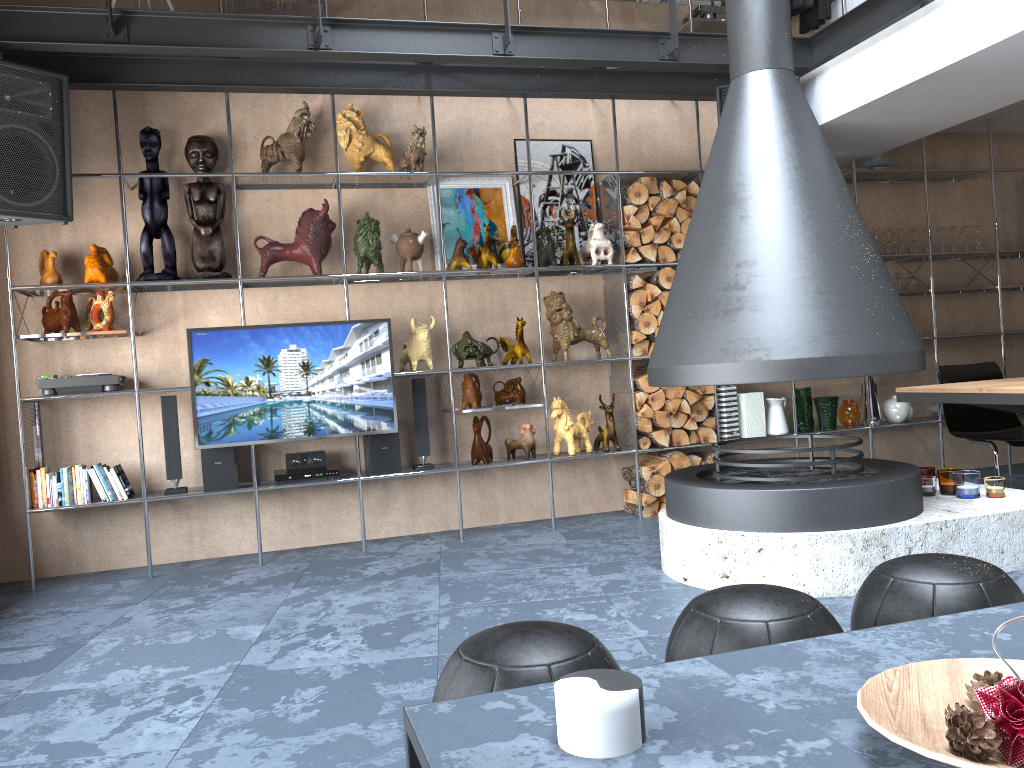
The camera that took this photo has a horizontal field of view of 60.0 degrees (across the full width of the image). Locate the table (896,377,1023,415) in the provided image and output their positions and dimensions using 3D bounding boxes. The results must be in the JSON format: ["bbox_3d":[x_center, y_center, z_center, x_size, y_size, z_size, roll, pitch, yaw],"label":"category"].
[{"bbox_3d":[5.179,0.069,5.150,5.999,0.927,1.185,-4,1,-16],"label":"table"}]

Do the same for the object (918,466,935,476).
[{"bbox_3d":[1.974,0.460,4.262,0.114,0.117,0.114,-4,1,-31],"label":"object"}]

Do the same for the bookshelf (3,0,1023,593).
[{"bbox_3d":[2.427,-2.411,6.132,10.739,6.219,0.421,-4,1,-16],"label":"bookshelf"}]

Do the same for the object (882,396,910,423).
[{"bbox_3d":[2.642,0.174,6.101,0.177,0.189,0.177,-3,1,26],"label":"object"}]

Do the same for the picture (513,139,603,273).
[{"bbox_3d":[0.298,-1.141,5.675,0.530,0.863,0.090,-4,1,-16],"label":"picture"}]

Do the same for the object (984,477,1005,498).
[{"bbox_3d":[2.173,0.466,3.989,0.086,0.088,0.086,-4,1,-11],"label":"object"}]

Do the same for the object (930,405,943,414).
[{"bbox_3d":[3.157,0.187,6.325,0.311,0.058,0.308,-4,1,-7],"label":"object"}]

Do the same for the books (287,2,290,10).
[{"bbox_3d":[-1.290,-2.234,5.010,0.051,0.205,0.131,-4,1,-16],"label":"books"}]

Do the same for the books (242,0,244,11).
[{"bbox_3d":[-1.514,-2.227,4.957,0.017,0.223,0.161,-4,1,-16],"label":"books"}]

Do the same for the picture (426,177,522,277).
[{"bbox_3d":[-0.231,-0.981,5.497,0.544,0.625,0.136,-4,1,-16],"label":"picture"}]

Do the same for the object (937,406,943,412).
[{"bbox_3d":[3.155,0.185,6.297,0.249,0.052,0.246,-4,1,-7],"label":"object"}]

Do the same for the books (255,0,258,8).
[{"bbox_3d":[-1.438,-2.235,4.957,0.017,0.230,0.122,-4,1,-16],"label":"books"}]

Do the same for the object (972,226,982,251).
[{"bbox_3d":[3.289,-1.020,6.270,0.060,0.191,0.060,-4,1,10],"label":"object"}]

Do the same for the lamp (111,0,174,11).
[{"bbox_3d":[-1.832,-2.219,4.344,0.475,1.002,0.475,-4,1,8],"label":"lamp"}]

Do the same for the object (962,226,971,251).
[{"bbox_3d":[3.200,-1.013,6.245,0.060,0.191,0.060,-4,1,10],"label":"object"}]

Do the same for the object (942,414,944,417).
[{"bbox_3d":[3.165,0.218,6.260,0.184,0.024,0.184,-4,1,-16],"label":"object"}]

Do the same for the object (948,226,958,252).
[{"bbox_3d":[3.093,-1.006,6.214,0.060,0.191,0.060,-4,1,10],"label":"object"}]

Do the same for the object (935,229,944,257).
[{"bbox_3d":[3.062,-1.006,6.343,0.060,0.191,0.060,-4,1,20],"label":"object"}]

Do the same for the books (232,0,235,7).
[{"bbox_3d":[-1.556,-2.212,4.930,0.011,0.201,0.127,-4,1,-16],"label":"books"}]

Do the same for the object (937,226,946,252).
[{"bbox_3d":[3.000,-0.999,6.188,0.060,0.191,0.060,-4,1,10],"label":"object"}]

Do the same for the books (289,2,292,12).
[{"bbox_3d":[-1.277,-2.240,5.013,0.049,0.216,0.137,-4,1,-16],"label":"books"}]

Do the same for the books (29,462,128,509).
[{"bbox_3d":[-2.282,0.526,4.700,0.461,0.208,0.139,-4,1,-16],"label":"books"}]

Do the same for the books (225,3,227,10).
[{"bbox_3d":[-1.601,-2.219,4.939,0.010,0.219,0.164,-4,1,-16],"label":"books"}]

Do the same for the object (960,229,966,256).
[{"bbox_3d":[3.266,-1.021,6.401,0.060,0.191,0.060,-4,1,10],"label":"object"}]

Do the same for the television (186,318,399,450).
[{"bbox_3d":[-1.181,-0.010,4.833,1.075,0.638,0.115,-4,1,-15],"label":"television"}]

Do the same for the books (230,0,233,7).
[{"bbox_3d":[-1.565,-2.211,4.920,0.011,0.201,0.127,-4,1,-16],"label":"books"}]

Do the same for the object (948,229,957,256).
[{"bbox_3d":[3.169,-1.013,6.373,0.060,0.191,0.060,-4,1,10],"label":"object"}]

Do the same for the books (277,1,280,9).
[{"bbox_3d":[-1.342,-2.223,4.998,0.047,0.197,0.126,-4,1,-16],"label":"books"}]

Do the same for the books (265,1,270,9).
[{"bbox_3d":[-1.397,-2.235,4.981,0.054,0.220,0.117,-4,1,-16],"label":"books"}]

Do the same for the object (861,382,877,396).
[{"bbox_3d":[2.499,0.091,6.197,0.099,0.372,0.099,-3,1,33],"label":"object"}]

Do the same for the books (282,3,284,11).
[{"bbox_3d":[-1.321,-2.235,5.014,0.049,0.216,0.137,-4,1,-16],"label":"books"}]

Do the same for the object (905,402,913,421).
[{"bbox_3d":[2.776,0.186,6.242,0.102,0.142,0.100,-5,1,-36],"label":"object"}]

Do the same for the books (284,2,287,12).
[{"bbox_3d":[-1.304,-2.222,5.013,0.048,0.188,0.120,-4,1,-16],"label":"books"}]

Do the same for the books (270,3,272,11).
[{"bbox_3d":[-1.380,-2.233,4.994,0.055,0.215,0.155,-4,1,-16],"label":"books"}]

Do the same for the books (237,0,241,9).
[{"bbox_3d":[-1.529,-2.217,4.942,0.019,0.206,0.125,-4,1,-16],"label":"books"}]

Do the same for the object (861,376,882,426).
[{"bbox_3d":[2.439,0.073,6.046,0.129,0.420,0.129,-4,1,-12],"label":"object"}]

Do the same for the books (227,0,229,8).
[{"bbox_3d":[-1.592,-2.220,4.942,0.010,0.220,0.171,-4,1,-16],"label":"books"}]

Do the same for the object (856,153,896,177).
[{"bbox_3d":[2.493,-1.526,6.146,0.311,0.164,0.322,-4,1,-28],"label":"object"}]

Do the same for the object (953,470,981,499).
[{"bbox_3d":[2.069,0.458,4.029,0.114,0.117,0.114,-4,1,-31],"label":"object"}]

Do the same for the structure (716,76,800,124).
[{"bbox_3d":[1.435,-1.380,5.199,0.460,0.744,0.506,-4,1,10],"label":"structure"}]

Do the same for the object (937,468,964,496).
[{"bbox_3d":[2.050,0.457,4.141,0.114,0.117,0.114,-4,1,-31],"label":"object"}]

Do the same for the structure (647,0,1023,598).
[{"bbox_3d":[1.325,-2.041,4.073,1.689,5.700,1.197,-4,1,-16],"label":"structure"}]

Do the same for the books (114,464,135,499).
[{"bbox_3d":[-2.085,0.523,4.771,0.081,0.185,0.138,-4,1,-16],"label":"books"}]

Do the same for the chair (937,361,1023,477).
[{"bbox_3d":[2.753,0.290,4.978,0.527,0.825,0.599,-4,1,-16],"label":"chair"}]

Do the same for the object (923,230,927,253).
[{"bbox_3d":[2.954,-0.998,6.313,0.060,0.191,0.060,-4,1,10],"label":"object"}]

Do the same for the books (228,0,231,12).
[{"bbox_3d":[-1.584,-2.220,4.951,0.008,0.219,0.177,-4,1,-16],"label":"books"}]

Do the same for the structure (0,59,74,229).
[{"bbox_3d":[-2.383,-1.100,4.121,0.488,0.735,0.462,-3,1,34],"label":"structure"}]

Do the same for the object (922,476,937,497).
[{"bbox_3d":[1.943,0.479,4.152,0.086,0.088,0.086,-4,1,-21],"label":"object"}]
